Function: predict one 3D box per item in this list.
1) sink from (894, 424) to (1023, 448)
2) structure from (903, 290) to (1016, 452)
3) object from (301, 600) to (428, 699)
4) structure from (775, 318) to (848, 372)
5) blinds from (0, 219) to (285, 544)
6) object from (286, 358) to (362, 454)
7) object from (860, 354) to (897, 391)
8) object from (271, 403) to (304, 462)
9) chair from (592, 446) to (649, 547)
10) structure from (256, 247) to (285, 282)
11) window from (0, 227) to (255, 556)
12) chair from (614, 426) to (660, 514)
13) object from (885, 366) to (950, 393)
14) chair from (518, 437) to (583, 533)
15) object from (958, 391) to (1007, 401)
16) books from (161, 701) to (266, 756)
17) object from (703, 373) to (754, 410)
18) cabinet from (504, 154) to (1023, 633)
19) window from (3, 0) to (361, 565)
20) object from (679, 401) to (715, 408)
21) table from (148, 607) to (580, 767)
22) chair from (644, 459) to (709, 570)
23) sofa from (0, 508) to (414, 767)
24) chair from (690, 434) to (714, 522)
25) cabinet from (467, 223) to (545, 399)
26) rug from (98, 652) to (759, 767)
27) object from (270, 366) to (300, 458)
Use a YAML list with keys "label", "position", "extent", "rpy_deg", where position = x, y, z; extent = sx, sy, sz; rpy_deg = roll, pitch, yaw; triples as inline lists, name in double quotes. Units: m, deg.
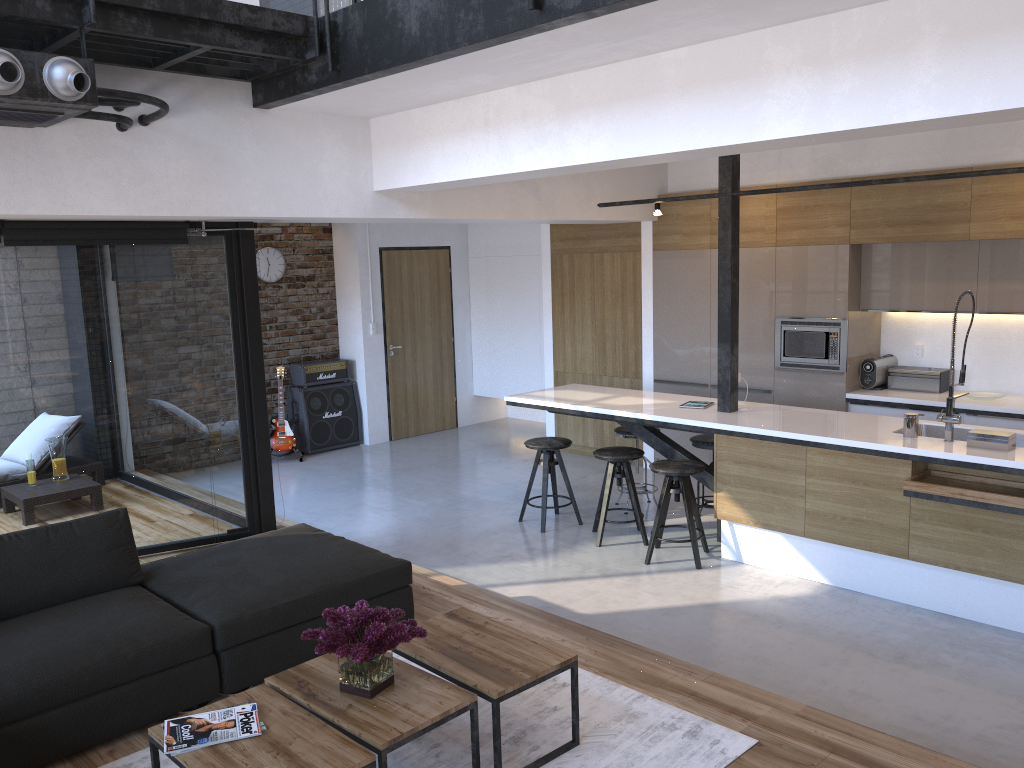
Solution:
- label: "sink"
  position: [2.568, 0.393, 5.015]
  extent: [0.405, 0.203, 0.705]
  rpy_deg: [-10, 11, -44]
- label: "structure"
  position: [2.403, -0.084, 4.721]
  extent: [0.392, 0.815, 0.506]
  rpy_deg: [-3, 9, -5]
- label: "object"
  position: [-0.495, 0.852, 2.968]
  extent: [0.374, 0.343, 0.341]
  rpy_deg: [-10, 11, -42]
- label: "structure"
  position: [2.465, -0.331, 7.060]
  extent: [0.396, 0.398, 0.596]
  rpy_deg: [-10, 12, -44]
- label: "blinds"
  position: [-2.523, 0.000, 5.873]
  extent: [1.829, 2.057, 3.852]
  rpy_deg: [-2, 8, 0]
- label: "object"
  position: [-2.016, 0.221, 9.520]
  extent: [0.695, 0.938, 0.358]
  rpy_deg: [-10, 12, -43]
- label: "object"
  position: [2.879, -0.092, 6.962]
  extent: [0.389, 0.248, 0.150]
  rpy_deg: [-10, 12, -43]
- label: "object"
  position: [-2.342, 0.486, 9.040]
  extent: [0.389, 0.589, 0.330]
  rpy_deg: [-3, 9, -9]
- label: "chair"
  position: [0.748, 0.773, 6.182]
  extent: [0.365, 0.632, 0.364]
  rpy_deg: [-2, 9, 1]
- label: "structure"
  position: [-2.502, -1.227, 9.124]
  extent: [0.359, 0.361, 0.040]
  rpy_deg: [-10, 12, -43]
- label: "window"
  position: [-2.826, 0.119, 5.212]
  extent: [2.447, 2.055, 0.100]
  rpy_deg: [-6, 10, -27]
- label: "chair"
  position: [0.979, 0.656, 6.917]
  extent: [0.358, 0.637, 0.355]
  rpy_deg: [-2, 9, 1]
- label: "object"
  position: [3.085, -0.051, 6.876]
  extent: [0.240, 0.175, 0.547]
  rpy_deg: [-10, 11, -44]
- label: "chair"
  position: [0.278, 0.729, 6.596]
  extent: [0.366, 0.632, 0.366]
  rpy_deg: [-7, 10, -29]
- label: "object"
  position: [3.366, 0.088, 6.347]
  extent: [0.309, 0.034, 0.309]
  rpy_deg: [-7, 9, -30]
- label: "books"
  position: [-0.926, 1.064, 2.752]
  extent: [0.295, 0.013, 0.228]
  rpy_deg: [-5, 9, -23]
- label: "object"
  position: [1.517, 0.027, 6.150]
  extent: [0.214, 0.247, 0.416]
  rpy_deg: [-5, 9, -23]
- label: "cabinet"
  position: [3.133, -0.293, 5.177]
  extent: [2.470, 2.878, 9.107]
  rpy_deg: [-10, 12, -44]
- label: "window"
  position: [-0.516, -1.060, 1.762]
  extent: [5.655, 5.580, 13.385]
  rpy_deg: [-10, 12, -44]
- label: "object"
  position: [1.293, 0.147, 6.201]
  extent: [0.187, 0.013, 0.240]
  rpy_deg: [3, 9, 31]
- label: "table"
  position: [-0.456, 1.193, 3.023]
  extent: [1.296, 0.351, 0.696]
  rpy_deg: [-10, 11, -43]
- label: "chair"
  position: [1.070, 0.825, 5.742]
  extent: [0.366, 0.632, 0.366]
  rpy_deg: [1, 9, 21]
- label: "sofa"
  position: [-1.179, 1.062, 2.883]
  extent: [2.995, 0.702, 3.041]
  rpy_deg: [-10, 11, -44]
- label: "chair"
  position: [1.478, 0.703, 6.474]
  extent: [0.357, 0.637, 0.356]
  rpy_deg: [2, 10, 24]
- label: "cabinet"
  position: [0.110, -0.848, 9.912]
  extent: [0.020, 2.121, 1.708]
  rpy_deg: [-10, 12, -44]
- label: "rug"
  position: [-0.428, 1.362, 3.080]
  extent: [2.110, 0.003, 1.635]
  rpy_deg: [-10, 11, -44]
- label: "object"
  position: [-2.367, 0.281, 9.133]
  extent: [0.330, 0.875, 0.523]
  rpy_deg: [-3, 9, -10]
